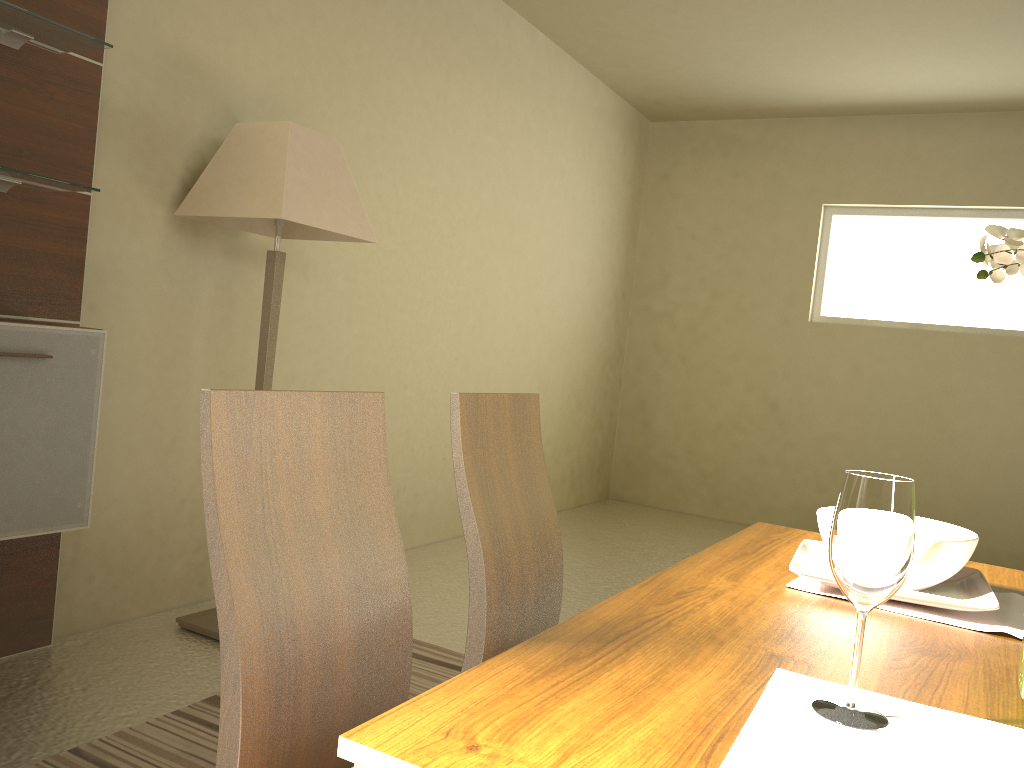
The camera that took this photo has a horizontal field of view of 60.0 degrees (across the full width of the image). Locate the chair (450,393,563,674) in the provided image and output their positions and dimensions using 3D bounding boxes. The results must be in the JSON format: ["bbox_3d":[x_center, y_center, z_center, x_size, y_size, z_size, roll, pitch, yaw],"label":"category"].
[{"bbox_3d":[0.137,0.550,1.673,0.507,1.017,0.404,7,2,26],"label":"chair"}]

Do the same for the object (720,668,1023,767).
[{"bbox_3d":[0.489,0.338,0.705,0.589,0.010,0.287,7,2,25],"label":"object"}]

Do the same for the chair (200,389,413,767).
[{"bbox_3d":[-0.134,0.541,1.148,0.507,1.017,0.404,7,3,28],"label":"chair"}]

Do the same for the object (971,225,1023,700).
[{"bbox_3d":[0.640,0.044,0.953,0.304,0.608,0.302,8,3,32],"label":"object"}]

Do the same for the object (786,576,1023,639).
[{"bbox_3d":[0.741,0.341,1.318,0.589,0.010,0.287,8,3,32],"label":"object"}]

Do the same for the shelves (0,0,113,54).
[{"bbox_3d":[-1.832,-0.994,1.499,0.255,0.008,2.463,7,3,28],"label":"shelves"}]

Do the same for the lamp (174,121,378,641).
[{"bbox_3d":[-0.886,-0.006,3.169,0.499,1.782,0.499,7,3,28],"label":"lamp"}]

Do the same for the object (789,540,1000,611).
[{"bbox_3d":[0.589,0.305,1.388,0.283,0.033,0.283,7,2,23],"label":"object"}]

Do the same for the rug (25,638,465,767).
[{"bbox_3d":[-0.488,0.963,2.433,0.843,0.010,1.613,7,3,29],"label":"rug"}]

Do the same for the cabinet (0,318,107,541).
[{"bbox_3d":[-1.897,0.091,1.514,0.372,0.570,2.463,7,3,28],"label":"cabinet"}]

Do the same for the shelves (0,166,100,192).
[{"bbox_3d":[-1.876,-0.589,1.515,0.255,0.008,2.463,7,3,28],"label":"shelves"}]

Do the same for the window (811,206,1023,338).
[{"bbox_3d":[3.123,-0.749,5.989,2.025,0.848,0.100,7,3,28],"label":"window"}]

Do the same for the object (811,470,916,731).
[{"bbox_3d":[0.335,0.201,0.843,0.075,0.232,0.075,6,2,-13],"label":"object"}]

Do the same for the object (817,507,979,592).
[{"bbox_3d":[0.594,0.265,1.387,0.233,0.101,0.233,7,2,17],"label":"object"}]

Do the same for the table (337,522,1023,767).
[{"bbox_3d":[0.595,0.737,1.092,1.000,0.790,1.411,7,3,28],"label":"table"}]
